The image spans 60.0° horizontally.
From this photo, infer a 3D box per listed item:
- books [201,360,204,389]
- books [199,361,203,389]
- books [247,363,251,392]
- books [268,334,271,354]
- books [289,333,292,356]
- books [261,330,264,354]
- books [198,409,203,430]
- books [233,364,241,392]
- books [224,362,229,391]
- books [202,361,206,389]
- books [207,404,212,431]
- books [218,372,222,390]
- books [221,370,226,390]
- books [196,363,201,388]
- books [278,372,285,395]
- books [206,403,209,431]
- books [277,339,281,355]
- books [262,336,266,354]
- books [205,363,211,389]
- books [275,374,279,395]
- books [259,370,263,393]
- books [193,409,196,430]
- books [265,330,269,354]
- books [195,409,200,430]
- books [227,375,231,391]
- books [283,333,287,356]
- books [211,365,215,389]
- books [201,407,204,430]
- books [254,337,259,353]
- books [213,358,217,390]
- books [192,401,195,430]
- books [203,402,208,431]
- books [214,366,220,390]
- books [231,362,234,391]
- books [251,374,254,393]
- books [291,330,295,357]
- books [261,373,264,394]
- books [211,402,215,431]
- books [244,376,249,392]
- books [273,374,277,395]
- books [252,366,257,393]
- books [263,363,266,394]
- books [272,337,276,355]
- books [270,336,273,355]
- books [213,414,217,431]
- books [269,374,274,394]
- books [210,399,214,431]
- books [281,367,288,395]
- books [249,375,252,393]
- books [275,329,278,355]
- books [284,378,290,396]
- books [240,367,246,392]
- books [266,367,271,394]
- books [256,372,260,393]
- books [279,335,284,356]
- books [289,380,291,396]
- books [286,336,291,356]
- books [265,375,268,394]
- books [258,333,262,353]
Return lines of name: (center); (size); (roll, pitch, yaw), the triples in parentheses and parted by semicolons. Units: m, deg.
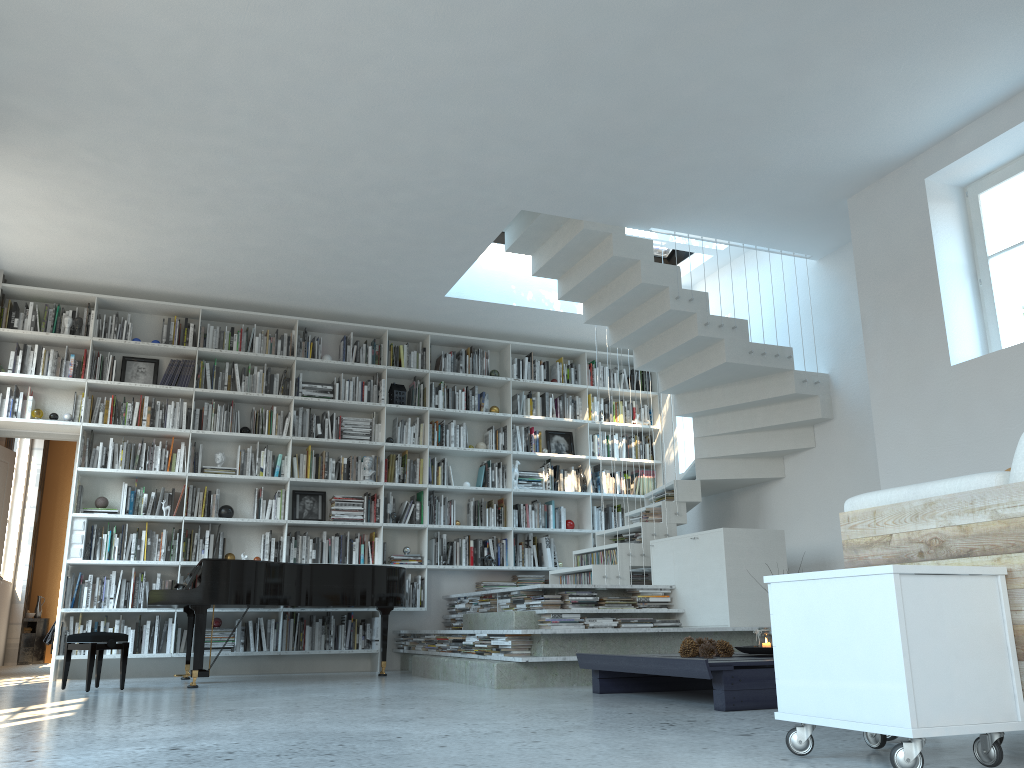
books: (-2.759, -0.051, 7.889); (0.014, 0.308, 0.130); (5, -16, -21)
books: (-2.763, -0.045, 7.863); (0.013, 0.282, 0.159); (5, -16, -21)
books: (-2.383, -0.021, 8.011); (0.012, 0.307, 0.145); (5, -16, -21)
books: (-2.242, -0.324, 8.147); (0.021, 0.228, 0.161); (5, -16, -21)
books: (-2.064, -0.325, 8.223); (0.014, 0.266, 0.172); (5, -16, -21)
books: (-2.303, -0.346, 8.141); (0.014, 0.268, 0.156); (5, -16, -21)
books: (-2.741, 0.346, 7.786); (0.024, 0.218, 0.140); (5, -16, -21)
books: (-2.471, -0.021, 7.965); (0.075, 0.284, 0.179); (5, -16, -21)
books: (-2.563, -0.032, 7.938); (0.023, 0.292, 0.156); (5, -16, -21)
books: (-2.739, -0.045, 7.870); (0.010, 0.286, 0.148); (5, -16, -21)
books: (-2.665, 0.326, 7.797); (0.024, 0.261, 0.178); (5, -16, -21)
books: (-2.614, 0.010, 7.914); (0.024, 0.201, 0.153); (5, -16, -21)
books: (-2.587, 0.002, 7.919); (0.029, 0.218, 0.158); (5, -16, -21)
books: (-2.774, -0.037, 7.840); (0.023, 0.255, 0.175); (5, -16, -21)
books: (-2.113, 0.025, 8.106); (0.055, 0.263, 0.167); (5, -16, -21)
books: (-2.681, 0.318, 7.792); (0.012, 0.275, 0.157); (5, -16, -21)
books: (-2.158, -0.296, 8.170); (0.031, 0.184, 0.177); (5, -16, -21)
books: (-2.286, -0.315, 8.149); (0.029, 0.213, 0.142); (5, -16, -21)
books: (-2.706, -0.034, 7.889); (0.067, 0.273, 0.168); (5, -16, -21)
books: (-2.157, 0.039, 8.106); (0.025, 0.236, 0.153); (5, -16, -21)
books: (-2.291, 0.012, 8.048); (0.028, 0.260, 0.136); (5, -16, -21)
books: (-2.777, 0.341, 7.746); (0.015, 0.207, 0.186); (5, -16, -21)
books: (-2.256, -0.346, 8.139); (0.014, 0.265, 0.192); (5, -16, -21)
books: (-2.766, 0.341, 7.778); (0.029, 0.224, 0.137); (5, -16, -21)
books: (-2.540, 0.028, 7.943); (0.034, 0.180, 0.160); (5, -16, -21)
books: (-2.113, -0.323, 8.217); (0.030, 0.260, 0.152); (5, -16, -21)
books: (-2.667, -0.025, 7.894); (0.011, 0.259, 0.157); (5, -16, -21)
books: (-2.719, 0.334, 7.783); (0.012, 0.239, 0.134); (5, -16, -21)
books: (-2.344, -0.315, 8.105); (0.031, 0.189, 0.182); (5, -16, -21)
books: (-2.654, -0.053, 7.897); (0.012, 0.314, 0.172); (5, -16, -21)
books: (-2.796, 0.307, 7.766); (0.012, 0.284, 0.160); (5, -16, -21)
books: (-2.700, 0.315, 7.789); (0.026, 0.278, 0.151); (5, -16, -21)
books: (-2.634, -0.015, 7.897); (0.031, 0.241, 0.182); (5, -16, -21)
books: (-2.522, -0.033, 7.976); (0.013, 0.314, 0.135); (5, -16, -21)
books: (-2.350, 0.030, 8.010); (0.010, 0.208, 0.174); (5, -16, -21)
books: (-2.044, -0.335, 8.229); (0.026, 0.287, 0.176); (5, -16, -21)
books: (-2.271, 0.028, 8.048); (0.013, 0.230, 0.142); (5, -16, -21)
books: (-2.637, 0.316, 7.802); (0.010, 0.282, 0.184); (5, -16, -21)
books: (-2.401, 0.039, 7.988); (0.028, 0.179, 0.168); (5, -16, -21)
books: (-2.173, 0.040, 8.082); (0.022, 0.222, 0.161); (5, -16, -21)
books: (-2.338, -0.003, 8.038); (0.026, 0.285, 0.138); (5, -16, -21)
books: (-2.256, -0.014, 8.054); (0.011, 0.312, 0.184); (5, -16, -21)
books: (-2.202, -0.311, 8.143); (0.026, 0.199, 0.187); (5, -16, -21)
books: (-2.221, -0.315, 8.139); (0.013, 0.206, 0.178); (5, -16, -21)
books: (-2.625, 0.369, 7.812); (0.029, 0.186, 0.149); (5, -16, -21)
books: (-2.195, 0.039, 8.068); (0.030, 0.217, 0.183); (5, -16, -21)
books: (-2.654, 0.304, 7.822); (0.011, 0.316, 0.155); (5, -16, -21)
books: (-2.099, 0.007, 8.116); (0.058, 0.301, 0.175); (5, -16, -21)
books: (-2.376, 0.033, 8.029); (0.024, 0.211, 0.128); (5, -16, -21)
books: (-2.181, -0.345, 8.181); (0.013, 0.284, 0.160); (5, -16, -21)
books: (-2.068, 0.061, 8.142); (0.028, 0.211, 0.135); (5, -16, -21)
books: (-2.429, -0.003, 7.995); (0.027, 0.264, 0.169); (5, -16, -21)
books: (-2.227, 0.007, 8.086); (0.022, 0.289, 0.147); (5, -16, -21)
books: (-2.307, 0.022, 8.018); (0.021, 0.225, 0.192); (5, -16, -21)
books: (-2.136, -0.316, 8.196); (0.026, 0.236, 0.149); (5, -16, -21)
books: (-2.049, 0.073, 8.155); (0.019, 0.193, 0.098); (5, -16, -21)
books: (-2.080, -0.309, 8.203); (0.026, 0.224, 0.172); (5, -16, -21)
books: (-2.247, 0.041, 8.066); (0.024, 0.213, 0.150); (5, -16, -21)
books: (-2.321, -0.332, 8.129); (0.026, 0.235, 0.134); (5, -16, -21)
